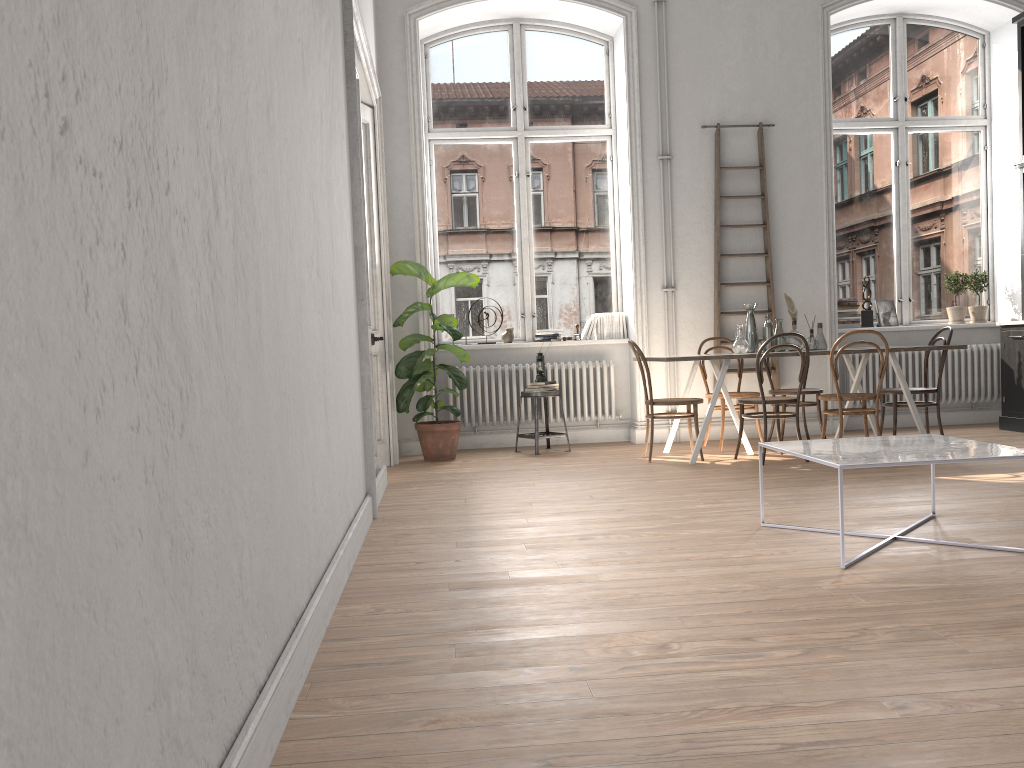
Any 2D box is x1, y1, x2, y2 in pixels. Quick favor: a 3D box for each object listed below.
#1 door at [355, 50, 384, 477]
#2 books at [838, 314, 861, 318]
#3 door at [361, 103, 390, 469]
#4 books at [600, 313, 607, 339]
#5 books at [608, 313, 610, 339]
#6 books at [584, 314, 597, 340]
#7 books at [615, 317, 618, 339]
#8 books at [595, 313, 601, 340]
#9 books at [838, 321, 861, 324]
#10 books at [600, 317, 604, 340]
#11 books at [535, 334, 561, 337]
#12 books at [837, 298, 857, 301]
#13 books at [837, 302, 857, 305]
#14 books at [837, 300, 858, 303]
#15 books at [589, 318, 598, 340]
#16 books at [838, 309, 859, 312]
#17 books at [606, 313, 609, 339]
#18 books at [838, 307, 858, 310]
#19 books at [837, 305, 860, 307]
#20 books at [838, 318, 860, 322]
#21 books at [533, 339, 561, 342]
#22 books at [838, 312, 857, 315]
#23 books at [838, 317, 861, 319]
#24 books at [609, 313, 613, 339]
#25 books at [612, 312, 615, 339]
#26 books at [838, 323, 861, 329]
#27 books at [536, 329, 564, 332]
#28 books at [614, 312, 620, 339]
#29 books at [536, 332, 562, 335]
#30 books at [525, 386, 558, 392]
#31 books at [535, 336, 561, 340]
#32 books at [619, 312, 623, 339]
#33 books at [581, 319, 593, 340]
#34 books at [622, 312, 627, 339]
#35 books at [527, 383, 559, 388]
[{"bbox_3d":[-0.938,-0.700,5.356,0.216,2.815,1.096,-3,3,-3],"label":"door"},{"bbox_3d":[3.127,-0.640,8.373,0.245,0.028,0.193,-3,2,-9],"label":"books"},{"bbox_3d":[-1.196,-0.731,6.500,0.216,2.815,1.096,-1,3,20],"label":"door"},{"bbox_3d":[0.843,-0.533,8.195,0.024,0.243,0.175,-3,2,-4],"label":"books"},{"bbox_3d":[0.883,-0.536,8.224,0.019,0.244,0.174,-3,2,-4],"label":"books"},{"bbox_3d":[0.722,-0.525,8.195,0.100,0.235,0.174,-3,2,-4],"label":"books"},{"bbox_3d":[0.950,-0.519,8.214,0.020,0.205,0.155,-3,2,-4],"label":"books"},{"bbox_3d":[0.793,-0.532,8.222,0.024,0.243,0.175,-3,2,-4],"label":"books"},{"bbox_3d":[3.123,-0.576,8.359,0.249,0.023,0.175,-3,2,-9],"label":"books"},{"bbox_3d":[0.821,-0.513,8.204,0.020,0.205,0.155,-3,2,-4],"label":"books"},{"bbox_3d":[0.333,-0.444,8.152,0.221,0.023,0.147,-2,2,11],"label":"books"},{"bbox_3d":[3.120,-0.795,8.371,0.201,0.024,0.159,-3,2,-14],"label":"books"},{"bbox_3d":[3.114,-0.751,8.364,0.231,0.023,0.162,-2,2,11],"label":"books"},{"bbox_3d":[3.127,-0.773,8.364,0.205,0.020,0.155,-3,2,-4],"label":"books"},{"bbox_3d":[0.748,-0.509,8.199,0.072,0.203,0.155,-3,2,-4],"label":"books"},{"bbox_3d":[3.134,-0.688,8.373,0.222,0.024,0.158,-3,2,-4],"label":"books"},{"bbox_3d":[0.864,-0.534,8.206,0.019,0.244,0.174,-3,2,-4],"label":"books"},{"bbox_3d":[3.130,-0.710,8.366,0.205,0.022,0.155,-3,2,-9],"label":"books"},{"bbox_3d":[3.124,-0.730,8.365,0.243,0.019,0.174,-3,2,-4],"label":"books"},{"bbox_3d":[3.122,-0.599,8.358,0.249,0.023,0.175,-3,2,-4],"label":"books"},{"bbox_3d":[0.326,-0.399,8.158,0.221,0.023,0.147,0,3,44],"label":"books"},{"bbox_3d":[3.132,-0.665,8.368,0.205,0.022,0.155,-2,2,10],"label":"books"},{"bbox_3d":[3.130,-0.619,8.373,0.255,0.014,0.192,-2,2,-1],"label":"books"},{"bbox_3d":[0.904,-0.536,8.231,0.024,0.243,0.175,-3,2,-4],"label":"books"},{"bbox_3d":[0.927,-0.537,8.210,0.019,0.244,0.174,-3,2,-4],"label":"books"},{"bbox_3d":[3.122,-0.543,8.361,0.248,0.043,0.192,-3,2,-4],"label":"books"},{"bbox_3d":[0.352,-0.491,8.160,0.244,0.019,0.174,-2,2,6],"label":"books"},{"bbox_3d":[0.970,-0.539,8.236,0.024,0.243,0.175,-3,2,-4],"label":"books"},{"bbox_3d":[0.335,-0.464,8.140,0.205,0.020,0.155,-3,2,-14],"label":"books"},{"bbox_3d":[0.257,0.042,7.615,0.194,0.034,0.246,-1,3,36],"label":"books"},{"bbox_3d":[0.331,-0.422,8.154,0.205,0.022,0.155,-2,2,16],"label":"books"},{"bbox_3d":[0.997,-0.540,8.218,0.024,0.243,0.175,-3,2,-4],"label":"books"},{"bbox_3d":[0.684,-0.503,8.197,0.105,0.194,0.155,-3,2,-5],"label":"books"},{"bbox_3d":[1.028,-0.541,8.218,0.040,0.244,0.174,-3,2,-4],"label":"books"},{"bbox_3d":[0.268,0.015,7.618,0.232,0.029,0.162,-4,3,-34],"label":"books"}]
